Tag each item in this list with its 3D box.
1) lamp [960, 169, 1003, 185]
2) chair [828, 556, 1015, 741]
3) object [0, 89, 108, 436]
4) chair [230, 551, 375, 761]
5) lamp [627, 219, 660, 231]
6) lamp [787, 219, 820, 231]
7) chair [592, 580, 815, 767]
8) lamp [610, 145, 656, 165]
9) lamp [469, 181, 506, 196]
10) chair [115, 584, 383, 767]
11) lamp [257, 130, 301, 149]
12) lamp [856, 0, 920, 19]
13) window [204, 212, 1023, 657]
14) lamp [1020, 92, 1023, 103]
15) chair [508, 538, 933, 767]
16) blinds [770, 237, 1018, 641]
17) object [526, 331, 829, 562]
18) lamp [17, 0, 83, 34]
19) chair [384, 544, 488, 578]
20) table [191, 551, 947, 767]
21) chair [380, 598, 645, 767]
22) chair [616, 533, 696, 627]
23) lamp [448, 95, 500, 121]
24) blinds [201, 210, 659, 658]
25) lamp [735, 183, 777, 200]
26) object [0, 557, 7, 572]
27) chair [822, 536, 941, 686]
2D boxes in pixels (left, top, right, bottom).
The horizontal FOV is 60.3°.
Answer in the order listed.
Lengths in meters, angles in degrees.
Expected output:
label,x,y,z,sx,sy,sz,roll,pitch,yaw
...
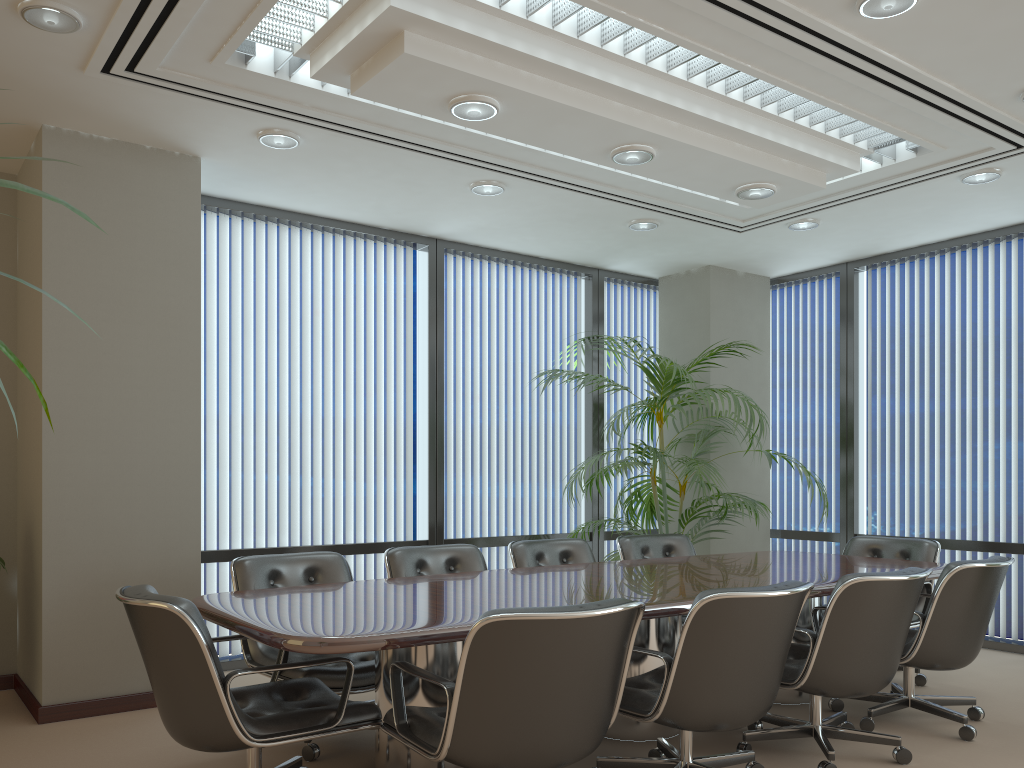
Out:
label,x,y,z,sx,sy,sz,roll,pitch,yaw
lamp,2.782,-1.225,5.232,0.225,0.035,0.226,-6,-8,43
chair,2.052,1.293,4.481,0.736,0.857,0.854,2,-4,-41
object,-0.946,0.234,0.904,0.806,1.830,0.818,-1,-1,29
chair,-0.926,1.272,4.282,0.760,0.857,0.854,2,-4,-41
lamp,0.930,-1.118,6.233,0.225,0.035,0.226,1,-6,-12
lamp,2.058,-1.119,6.225,0.225,0.035,0.226,3,-7,-26
chair,0.724,1.185,3.463,0.760,0.857,0.854,2,-4,-36
lamp,0.599,-1.129,4.376,0.225,0.035,0.226,1,-6,-12
lamp,-0.150,-1.202,5.445,0.225,0.035,0.226,1,-6,-12
chair,-0.973,1.158,3.208,0.853,0.857,0.760,2,-3,-36
lamp,-1.230,-1.286,4.657,0.225,0.035,0.226,2,-6,-19
lamp,1.410,-1.430,3.306,0.225,0.035,0.226,1,-6,-12
window,1.746,0.446,6.779,7.372,2.908,3.546,-1,-4,9
lamp,2.490,-1.346,4.094,0.225,0.035,0.226,1,-6,-12
chair,0.917,1.310,4.639,0.759,0.855,2.536,2,-6,-36
blinds,3.566,0.405,6.454,0.050,2.901,4.945,0,-4,-36
object,1.198,0.737,6.918,2.167,2.475,2.095,1,-3,-15
lamp,-1.789,-1.418,3.420,0.225,0.035,0.226,2,-6,-19
chair,-0.262,1.329,4.815,0.760,0.857,0.854,2,-4,-36
table,0.603,1.338,4.396,4.075,0.748,1.512,4,-6,-36
chair,-0.014,1.133,2.980,0.754,0.857,0.859,2,-3,-32
chair,1.133,1.431,5.781,0.759,0.857,0.855,2,-3,-31
lamp,-0.164,-1.188,3.819,0.225,0.035,0.226,2,-6,-19
blinds,-0.139,0.468,7.054,4.902,2.904,0.031,3,-2,-36
lamp,1.363,-1.069,4.932,0.225,0.035,0.226,1,-6,-12
object,-2.975,1.166,4.378,0.736,1.091,0.800,0,-2,-4
chair,2.236,1.407,5.548,0.853,0.857,0.760,2,-3,-36
